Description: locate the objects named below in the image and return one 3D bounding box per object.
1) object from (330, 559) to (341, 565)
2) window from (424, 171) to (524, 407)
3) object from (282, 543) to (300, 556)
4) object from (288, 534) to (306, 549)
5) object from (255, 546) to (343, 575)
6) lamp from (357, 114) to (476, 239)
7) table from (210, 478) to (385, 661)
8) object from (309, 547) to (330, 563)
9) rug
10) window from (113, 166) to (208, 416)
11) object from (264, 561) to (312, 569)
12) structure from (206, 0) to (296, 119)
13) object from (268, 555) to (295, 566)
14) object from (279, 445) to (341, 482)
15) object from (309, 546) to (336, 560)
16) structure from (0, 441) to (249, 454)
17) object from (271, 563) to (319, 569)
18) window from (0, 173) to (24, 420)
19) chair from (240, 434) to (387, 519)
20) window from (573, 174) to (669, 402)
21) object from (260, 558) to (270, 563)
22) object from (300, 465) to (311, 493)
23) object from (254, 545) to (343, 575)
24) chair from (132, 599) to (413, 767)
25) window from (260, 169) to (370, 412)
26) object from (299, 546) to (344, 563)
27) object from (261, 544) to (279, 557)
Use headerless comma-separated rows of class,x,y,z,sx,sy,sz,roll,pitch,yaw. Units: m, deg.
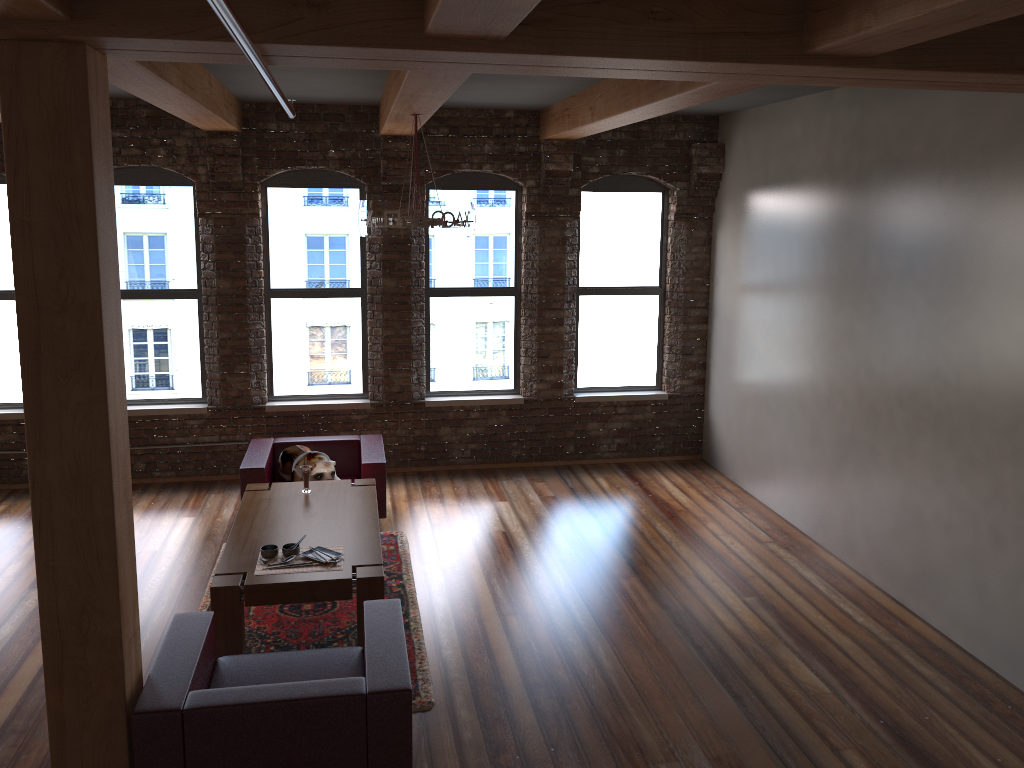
object,-0.981,0.988,4.913,0.059,0.021,0.018,-4,11,-23
window,-0.365,-0.904,8.436,0.968,2.199,0.237,-1,9,-10
object,-1.261,0.946,5.053,0.099,0.043,0.099,6,12,27
object,-1.239,0.915,5.070,0.045,0.079,0.138,10,14,44
object,-1.186,0.986,4.970,0.471,0.003,0.334,-1,12,-10
lamp,-0.646,-1.410,6.000,0.811,0.809,0.813,7,12,30
table,-1.288,1.142,5.578,0.900,0.546,1.764,-1,11,-10
object,-1.088,0.960,4.993,0.007,0.008,0.272,-7,14,-35
rug,-1.276,1.418,5.577,1.343,0.009,2.481,-1,12,-10
window,-3.251,-0.829,7.913,0.968,2.199,0.237,-1,9,-10
object,-1.237,1.000,4.879,0.270,0.008,0.007,-4,11,-21
structure,-0.672,-0.921,1.846,0.051,0.111,6.861,-1,12,-10
object,-1.278,0.980,4.916,0.153,0.030,0.045,-5,12,-26
object,-1.598,0.665,6.914,0.366,0.294,0.758,-8,14,-38
object,-1.074,0.956,5.017,0.007,0.008,0.271,-9,15,-43
structure,-9.206,0.631,6.895,13.712,0.311,1.645,-3,12,-17
object,-1.198,1.003,4.867,0.270,0.008,0.007,-2,11,-15
window,-4.693,-0.791,7.652,0.968,2.199,0.237,-1,9,-10
chair,-1.559,0.812,7.072,1.071,0.588,0.872,-1,11,-10
window,1.078,-0.942,8.697,0.968,2.199,0.237,-1,9,-10
object,-1.371,0.983,4.920,0.059,0.021,0.018,7,12,31
object,-1.420,0.633,6.134,0.076,0.230,0.095,4,10,22
object,-1.186,0.986,4.971,0.469,0.001,0.355,-1,12,-10
chair,-1.008,1.452,3.943,1.071,0.588,0.872,-1,11,-10
window,-1.808,-0.867,8.175,0.968,2.199,0.237,-1,9,-10
object,-1.077,0.969,5.012,0.213,0.018,0.155,8,14,34
object,-1.376,0.949,5.029,0.099,0.043,0.099,4,11,15
